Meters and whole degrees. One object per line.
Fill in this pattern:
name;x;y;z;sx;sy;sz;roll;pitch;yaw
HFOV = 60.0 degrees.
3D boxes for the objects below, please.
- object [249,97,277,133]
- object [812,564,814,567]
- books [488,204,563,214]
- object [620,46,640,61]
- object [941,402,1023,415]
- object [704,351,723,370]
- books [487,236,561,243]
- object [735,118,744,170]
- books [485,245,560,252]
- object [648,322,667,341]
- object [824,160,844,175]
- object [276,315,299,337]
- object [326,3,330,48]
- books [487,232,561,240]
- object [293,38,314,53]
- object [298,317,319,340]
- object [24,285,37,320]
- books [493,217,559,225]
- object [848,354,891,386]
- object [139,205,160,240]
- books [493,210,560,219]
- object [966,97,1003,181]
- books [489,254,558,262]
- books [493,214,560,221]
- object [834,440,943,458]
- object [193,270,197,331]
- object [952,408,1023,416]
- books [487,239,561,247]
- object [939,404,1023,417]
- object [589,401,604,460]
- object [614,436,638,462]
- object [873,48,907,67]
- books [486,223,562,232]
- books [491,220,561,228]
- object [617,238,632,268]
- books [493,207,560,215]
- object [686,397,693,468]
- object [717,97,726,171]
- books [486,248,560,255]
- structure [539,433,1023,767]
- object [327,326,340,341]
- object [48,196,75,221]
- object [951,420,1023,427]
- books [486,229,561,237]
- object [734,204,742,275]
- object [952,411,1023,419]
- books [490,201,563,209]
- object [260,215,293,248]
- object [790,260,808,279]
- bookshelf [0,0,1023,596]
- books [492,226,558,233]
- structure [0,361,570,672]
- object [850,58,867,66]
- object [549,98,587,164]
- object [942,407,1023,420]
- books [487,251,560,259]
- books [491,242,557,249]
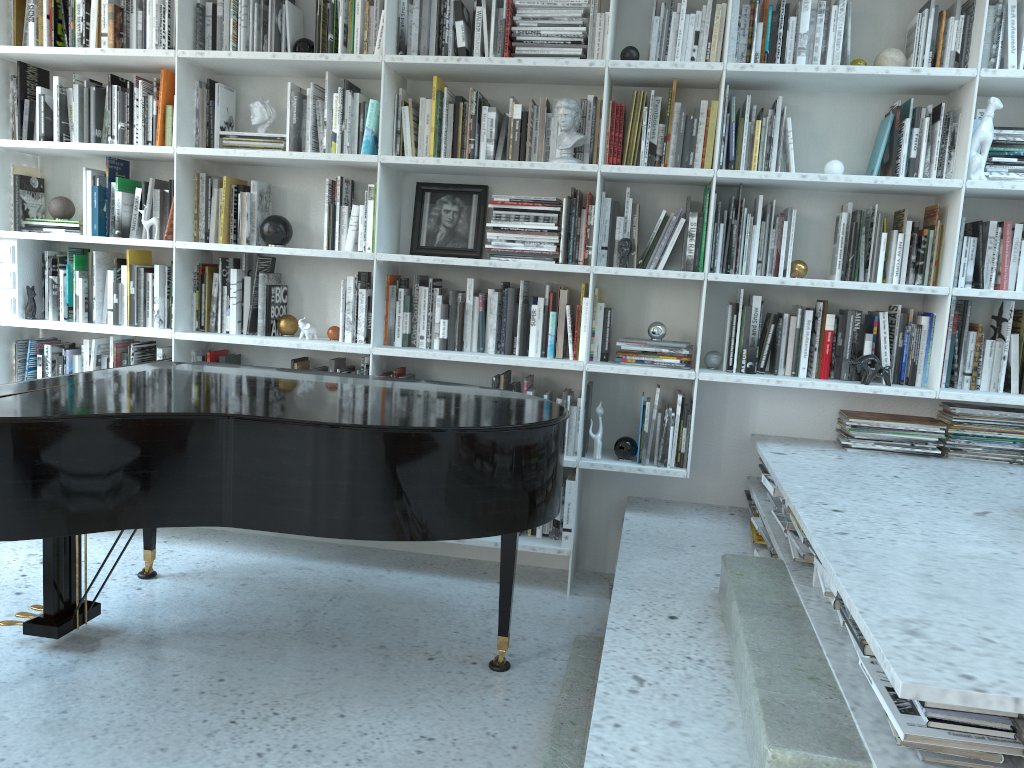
object;-1.027;-1.101;3.652;0.095;0.157;0.121;7;8;23
object;0.915;0.493;2.558;0.145;0.010;0.266;4;7;5
books;0.063;-0.694;3.518;0.285;0.012;0.159;5;7;11
object;0.437;-1.214;3.285;0.071;0.072;0.071;-1;9;-32
object;1.776;0.092;3.319;0.285;0.005;0.159;5;7;14
object;0.783;-0.093;3.446;0.071;0.072;0.071;-1;9;-32
books;0.055;-0.574;3.537;0.285;0.012;0.159;5;7;10
object;0.856;-0.888;3.359;0.013;0.208;0.139;5;8;9
books;0.051;-0.538;3.532;0.285;0.012;0.159;5;7;14
object;0.555;-0.203;3.390;0.071;0.072;0.071;-1;9;-32
object;1.185;-0.788;3.262;0.071;0.072;0.071;-1;9;-32
object;-0.945;-0.246;3.733;0.091;0.092;0.090;2;7;-13
object;-0.716;-1.395;3.574;0.010;0.226;0.142;5;8;9
books;0.056;-0.586;3.533;0.285;0.012;0.159;5;7;11
object;-0.828;-1.333;3.549;0.097;0.098;0.097;-1;9;-32
object;-0.838;-0.230;3.649;0.060;0.095;0.078;7;8;26
object;-2.050;-0.346;3.776;0.045;0.147;0.045;-3;10;-42
books;0.059;-0.645;3.523;0.254;0.012;0.160;4;7;6
object;1.298;-0.052;3.213;0.160;0.114;0.064;3;7;-3
object;-1.483;-0.659;3.621;0.081;0.140;0.044;3;8;-7
books;0.061;-0.669;3.519;0.254;0.012;0.160;4;7;6
object;1.627;-0.842;3.065;0.087;0.288;0.075;11;10;44
books;0.050;-0.503;3.544;0.254;0.012;0.160;5;7;11
books;0.060;-0.657;3.519;0.254;0.012;0.160;4;7;5
object;1.432;0.249;3.396;0.345;0.007;0.193;4;7;4
object;-1.319;-0.359;3.797;0.012;0.254;0.160;5;8;9
object;1.777;0.096;3.329;0.254;0.006;0.160;5;7;10
books;0.055;-0.563;3.541;0.285;0.012;0.159;5;7;9
object;1.777;0.101;3.333;0.285;0.005;0.159;5;7;9
object;0.330;0.179;3.438;0.053;0.225;0.046;6;8;21
object;0.443;0.251;3.451;0.093;0.095;0.093;-1;9;-32
object;1.376;-1.164;3.230;0.111;0.113;0.111;2;7;-13
books;0.057;-0.620;3.521;0.285;0.012;0.159;5;7;14
books;0.059;-0.633;3.524;0.254;0.012;0.160;5;7;12
object;0.421;-0.491;3.317;0.054;0.114;0.079;5;7;8
books;0.061;-0.681;3.516;0.254;0.012;0.160;4;7;5
object;0.689;0.184;3.436;0.011;0.260;0.141;5;8;9
object;0.790;-0.933;3.380;0.013;0.284;0.134;5;8;9
books;0.052;-0.527;3.543;0.285;0.012;0.159;5;7;8
structure;1.534;0.761;1.998;2.899;0.660;3.108;5;7;9
object;-0.732;-0.209;3.658;0.061;0.062;0.061;-1;9;-32
object;-1.944;-0.756;3.829;0.105;0.107;0.105;2;7;-13
object;1.772;0.139;3.337;0.254;0.006;0.160;5;7;9
books;0.055;-0.597;3.524;0.285;0.012;0.159;5;7;14
object;0.865;-0.552;3.416;0.007;0.266;0.134;5;8;9
object;1.777;0.107;3.333;0.254;0.006;0.160;5;7;9
books;0.062;-0.705;3.510;0.285;0.012;0.159;4;7;4
object;-0.978;-0.633;3.680;0.134;0.135;0.133;-1;9;-32
object;1.082;-0.433;3.358;0.071;0.072;0.071;-1;9;-32
bookshelf;0.133;-0.746;3.436;6.296;3.147;0.330;5;8;9
books;0.056;-0.609;3.523;0.254;0.012;0.160;4;7;4
structure;-0.827;0.437;2.667;1.918;0.834;1.332;5;7;9
object;1.258;-1.149;3.228;0.068;0.069;0.068;2;7;-13
object;0.210;-0.941;3.321;0.137;0.244;0.137;0;8;-25
object;1.776;0.112;3.333;0.254;0.006;0.160;5;7;9
books;0.050;-0.514;3.535;0.285;0.012;0.159;4;7;4
books;0.052;-0.550;3.531;0.254;0.012;0.160;4;7;4
